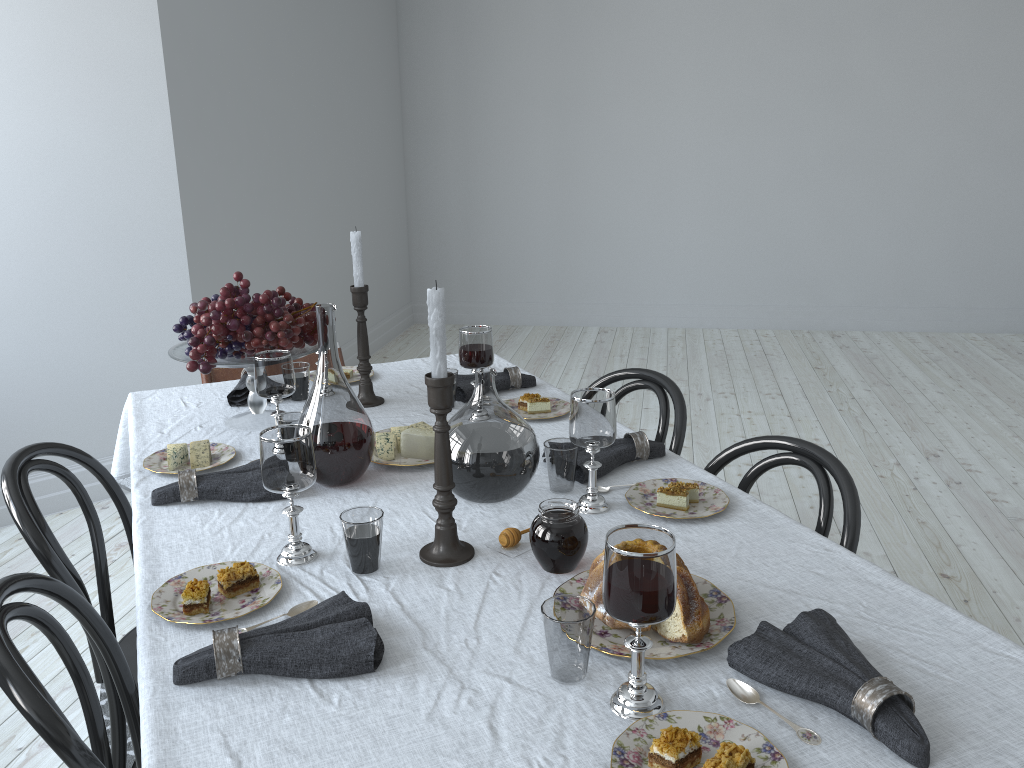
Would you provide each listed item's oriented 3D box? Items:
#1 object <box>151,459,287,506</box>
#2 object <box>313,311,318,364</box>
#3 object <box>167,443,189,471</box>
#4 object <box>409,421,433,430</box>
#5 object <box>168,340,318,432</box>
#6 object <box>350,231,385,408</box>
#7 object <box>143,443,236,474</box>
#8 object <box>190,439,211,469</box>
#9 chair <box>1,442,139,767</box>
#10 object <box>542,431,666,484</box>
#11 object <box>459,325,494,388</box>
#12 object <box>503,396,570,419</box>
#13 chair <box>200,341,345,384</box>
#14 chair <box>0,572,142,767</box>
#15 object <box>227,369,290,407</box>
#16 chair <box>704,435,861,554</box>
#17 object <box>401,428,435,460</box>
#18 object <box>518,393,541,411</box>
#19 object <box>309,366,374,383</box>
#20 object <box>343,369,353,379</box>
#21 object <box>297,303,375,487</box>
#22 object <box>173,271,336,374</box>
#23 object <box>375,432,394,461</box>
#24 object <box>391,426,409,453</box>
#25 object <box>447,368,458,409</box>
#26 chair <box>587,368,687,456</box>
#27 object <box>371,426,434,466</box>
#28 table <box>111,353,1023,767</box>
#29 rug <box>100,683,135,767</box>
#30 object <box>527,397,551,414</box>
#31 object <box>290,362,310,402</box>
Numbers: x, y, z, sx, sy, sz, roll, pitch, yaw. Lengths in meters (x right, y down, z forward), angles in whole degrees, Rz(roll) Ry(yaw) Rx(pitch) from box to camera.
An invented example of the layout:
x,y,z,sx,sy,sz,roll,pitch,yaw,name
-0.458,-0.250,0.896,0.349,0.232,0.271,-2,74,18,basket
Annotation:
x,y,z,sx,sy,sz,roll,pitch,yaw,name
-0.526,0.188,1.656,0.247,0.061,0.165,-14,20,-39,object
-0.499,-0.078,2.318,0.083,0.215,0.083,3,16,14,object
-0.692,0.151,1.837,0.040,0.039,0.077,-7,17,-19,object
-0.182,0.109,1.943,0.077,0.040,0.040,7,18,28,object
-0.606,-0.002,2.096,0.367,0.188,0.367,-13,20,-37,object
-0.372,-0.160,2.192,0.089,0.432,0.089,9,18,31,object
-0.672,0.159,1.853,0.182,0.013,0.182,2,16,10,object
-0.652,0.145,1.852,0.039,0.040,0.078,-5,16,-15,object
-0.698,0.553,1.906,0.564,0.909,0.463,-4,16,-11,chair
0.177,0.130,1.812,0.247,0.061,0.165,-14,20,-39,object
-0.083,-0.026,2.101,0.083,0.215,0.083,3,16,14,object
0.054,0.062,2.146,0.182,0.013,0.182,6,17,24,object
-0.599,0.356,2.738,0.546,0.837,0.593,-12,19,-33,chair
-0.446,0.689,1.404,0.564,0.909,0.463,-9,17,-25,chair
-0.701,0.002,2.333,0.165,0.061,0.247,-14,20,-39,object
0.342,0.587,1.712,0.564,0.909,0.463,-9,17,-25,chair
-0.186,0.125,1.861,0.100,0.056,0.056,7,17,26,object
0.044,0.042,2.170,0.051,0.039,0.036,-14,20,-38,object
-0.478,-0.021,2.481,0.182,0.013,0.182,5,17,19,object
-0.478,-0.028,2.491,0.057,0.021,0.037,2,16,10,object
-0.345,0.022,1.696,0.152,0.352,0.152,-10,18,-28,object
-0.606,-0.164,2.062,0.347,0.215,0.318,-9,18,-26,object
-0.268,0.130,1.869,0.039,0.040,0.077,-4,16,-10,object
-0.234,0.119,1.919,0.040,0.039,0.077,-7,17,-19,object
-0.164,0.014,2.182,0.066,0.094,0.066,-1,16,-1,object
0.140,0.447,2.228,0.564,0.909,0.463,-10,18,-30,chair
-0.210,0.136,1.895,0.251,0.018,0.251,2,16,10,object
-0.142,0.600,1.806,1.210,0.842,2.179,-8,17,-22,table
-0.029,0.977,1.984,1.701,0.021,2.166,-7,17,-21,rug
0.065,0.051,2.136,0.057,0.037,0.021,-4,16,-9,object
-0.548,-0.004,2.273,0.066,0.094,0.066,-1,16,-1,object
